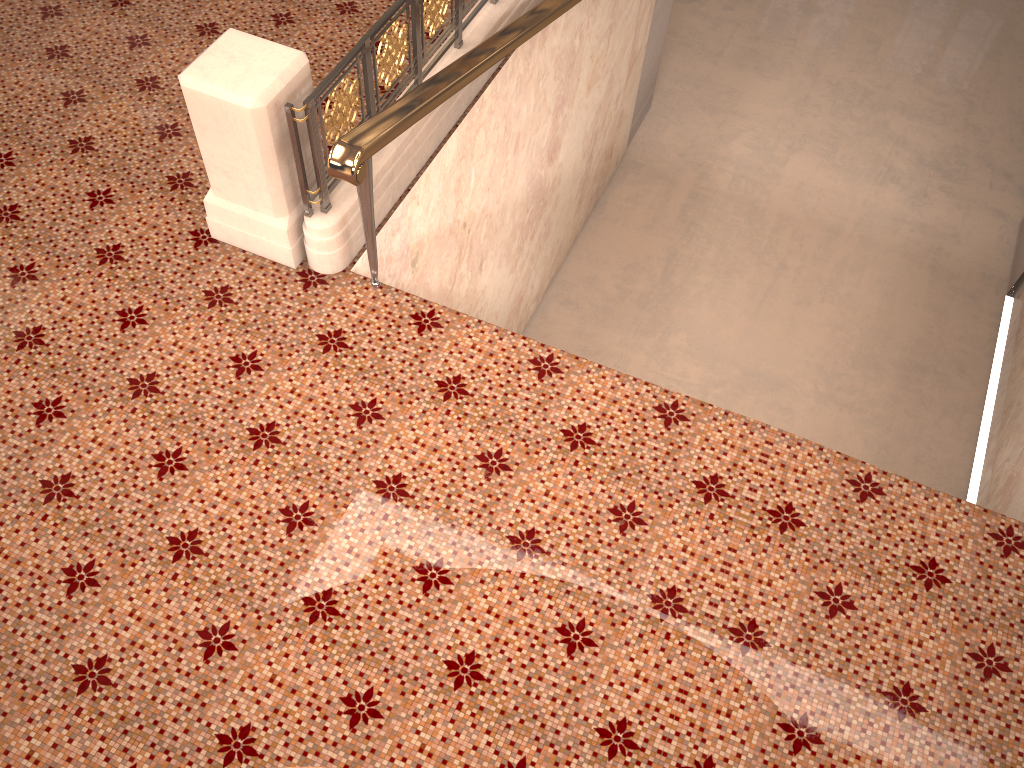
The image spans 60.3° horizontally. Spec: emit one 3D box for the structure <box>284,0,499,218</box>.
[{"bbox_3d":[0.170,-2.637,4.749,0.078,0.567,4.723,23,59,12],"label":"structure"}]
